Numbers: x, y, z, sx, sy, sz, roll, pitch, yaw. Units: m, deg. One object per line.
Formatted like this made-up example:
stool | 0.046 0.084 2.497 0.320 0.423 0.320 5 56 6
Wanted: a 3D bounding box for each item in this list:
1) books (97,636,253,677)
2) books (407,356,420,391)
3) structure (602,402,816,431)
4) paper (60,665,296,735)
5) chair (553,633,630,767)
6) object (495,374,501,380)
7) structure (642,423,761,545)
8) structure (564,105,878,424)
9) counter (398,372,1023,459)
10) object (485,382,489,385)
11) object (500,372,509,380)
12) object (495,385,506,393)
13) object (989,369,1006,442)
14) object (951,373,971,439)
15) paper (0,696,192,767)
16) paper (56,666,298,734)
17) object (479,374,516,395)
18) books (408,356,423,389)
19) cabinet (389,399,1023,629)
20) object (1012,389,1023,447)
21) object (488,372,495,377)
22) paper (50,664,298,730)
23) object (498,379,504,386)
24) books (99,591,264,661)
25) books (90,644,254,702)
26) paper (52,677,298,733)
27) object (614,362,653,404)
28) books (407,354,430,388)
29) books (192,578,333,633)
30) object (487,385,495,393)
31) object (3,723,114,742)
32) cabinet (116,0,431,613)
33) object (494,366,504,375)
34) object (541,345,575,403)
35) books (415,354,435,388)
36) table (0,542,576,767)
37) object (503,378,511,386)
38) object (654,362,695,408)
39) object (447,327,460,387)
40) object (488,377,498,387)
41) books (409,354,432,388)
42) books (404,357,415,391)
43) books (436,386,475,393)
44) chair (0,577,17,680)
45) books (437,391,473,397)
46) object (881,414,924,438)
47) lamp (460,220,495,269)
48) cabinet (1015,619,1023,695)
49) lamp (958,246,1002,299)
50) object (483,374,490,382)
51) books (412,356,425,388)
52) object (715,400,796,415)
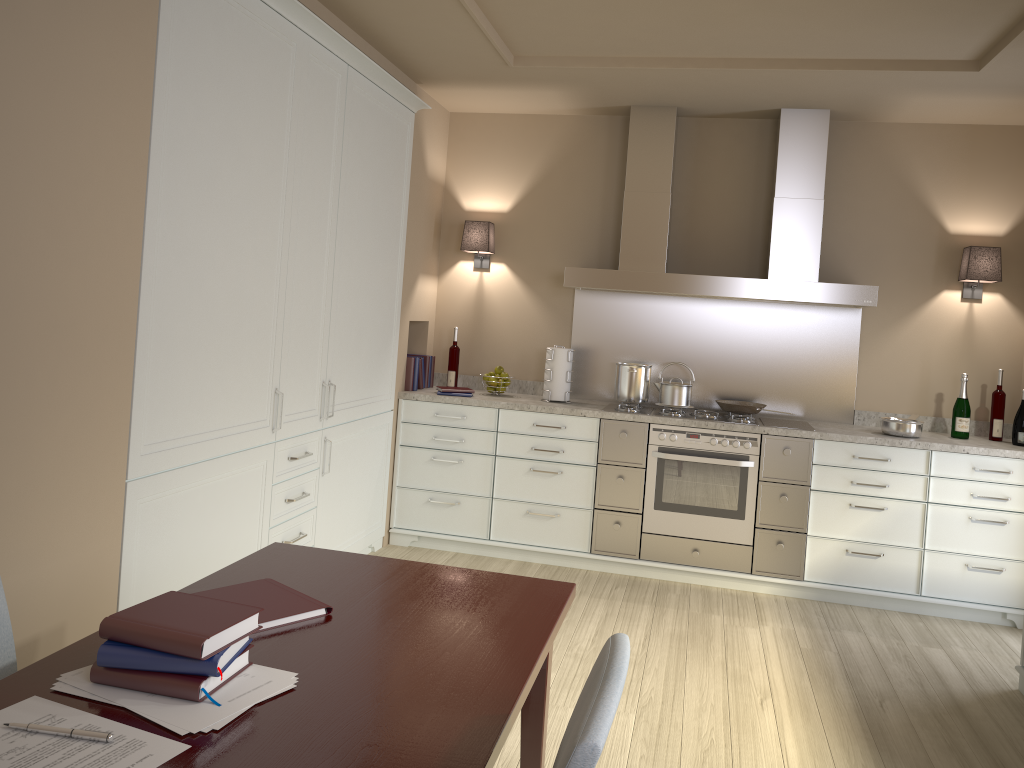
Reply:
books | -0.519 0.405 1.381 0.183 0.032 0.165 4 4 2
books | -0.595 -0.061 4.872 0.165 0.182 0.032 5 1 12
structure | 1.011 0.155 4.603 1.049 0.031 0.399 5 5 12
paper | -0.512 0.456 1.360 0.291 0.001 0.210 7 5 32
chair | -0.125 0.763 1.217 0.506 0.827 0.399 4 1 12
object | -0.075 -0.035 4.926 0.040 0.038 0.040 3 3 -17
structure | 0.989 0.525 4.641 0.541 0.695 0.580 5 2 12
structure | 1.089 -0.650 4.703 1.560 1.678 0.447 5 1 12
counter | 1.023 0.145 4.660 3.849 0.114 0.579 5 5 12
object | -0.124 -0.016 4.983 0.054 0.055 0.054 3 3 -23
object | -0.041 -0.043 4.904 0.047 0.045 0.047 5 3 13
object | -0.062 0.025 4.934 0.061 0.056 0.060 2 3 -33
object | 2.446 0.105 4.448 0.062 0.365 0.062 4 1 -44
object | 2.262 0.109 4.444 0.084 0.331 0.083 5 1 41
paper | -0.599 0.472 1.132 0.291 0.001 0.210 6 5 22
paper | -0.512 0.456 1.360 0.291 0.001 0.210 7 5 27
object | -0.085 0.007 4.951 0.205 0.109 0.207 2 4 -33
books | -0.582 -0.066 4.966 0.166 0.183 0.091 5 1 15
cabinet | 0.986 0.584 4.675 3.209 0.793 0.643 5 2 12
object | 2.489 0.164 4.308 0.084 0.277 0.083 5 1 33
object | -0.114 -0.047 4.959 0.044 0.043 0.040 5 3 27
paper | -0.512 0.457 1.360 0.291 0.001 0.210 6 5 17
object | -0.062 -0.007 4.896 0.039 0.040 0.040 4 2 4
books | -0.510 0.374 1.380 0.183 0.032 0.165 6 5 17
books | -0.525 0.436 1.381 0.183 0.032 0.165 5 5 12
paper | -0.512 0.457 1.360 0.291 0.001 0.210 6 5 22
object | 0.653 -0.006 4.795 0.201 0.207 0.202 3 3 -30
books | -0.558 -0.074 5.087 0.165 0.182 0.032 5 1 12
books | -0.488 0.425 1.708 0.216 0.017 0.193 8 6 42
object | -0.118 0.025 4.941 0.048 0.048 0.048 5 3 23
object | -0.606 0.462 1.178 0.158 0.012 0.011 5 2 7
cabinet | -1.058 -0.255 3.638 0.613 2.337 2.345 4 2 12
object | -0.072 -0.074 4.956 0.055 0.056 0.055 5 2 12
object | 0.252 -0.057 4.832 0.168 0.304 0.163 4 1 -4
books | -0.532 -0.077 5.147 0.165 0.182 0.032 5 1 12
table | -0.431 0.816 1.242 0.752 0.679 1.761 5 4 12
object | -0.030 -0.011 4.926 0.047 0.045 0.047 5 3 16
object | 0.879 0.000 4.738 0.208 0.236 0.209 2 3 -44
object | -0.332 -0.146 5.057 0.062 0.365 0.062 5 1 38
object | -0.103 -0.012 4.904 0.058 0.058 0.058 3 3 -21
books | -0.548 -0.077 5.118 0.165 0.182 0.032 5 1 12
books | -0.617 -0.059 4.844 0.165 0.182 0.032 5 1 12
books | -0.311 0.032 4.813 0.182 0.017 0.165 3 5 -18
chair | -0.829 0.696 1.419 0.506 0.827 0.399 4 1 12
books | -0.306 0.051 4.798 0.183 0.017 0.165 4 5 2
object | 1.994 0.208 4.415 0.370 0.090 0.199 1 5 -36
lamp | -0.190 -0.805 5.112 0.170 0.258 0.192 5 2 12
cabinet | 2.009 0.857 2.214 0.638 0.792 2.223 5 4 12
lamp | 2.400 -0.571 4.545 0.170 0.258 0.192 5 2 12
object | -0.140 -0.034 4.924 0.047 0.048 0.047 3 3 -25
books | -0.575 -0.069 4.998 0.165 0.182 0.092 5 1 12
object | 1.232 0.133 4.588 0.264 0.051 0.426 3 5 -20
